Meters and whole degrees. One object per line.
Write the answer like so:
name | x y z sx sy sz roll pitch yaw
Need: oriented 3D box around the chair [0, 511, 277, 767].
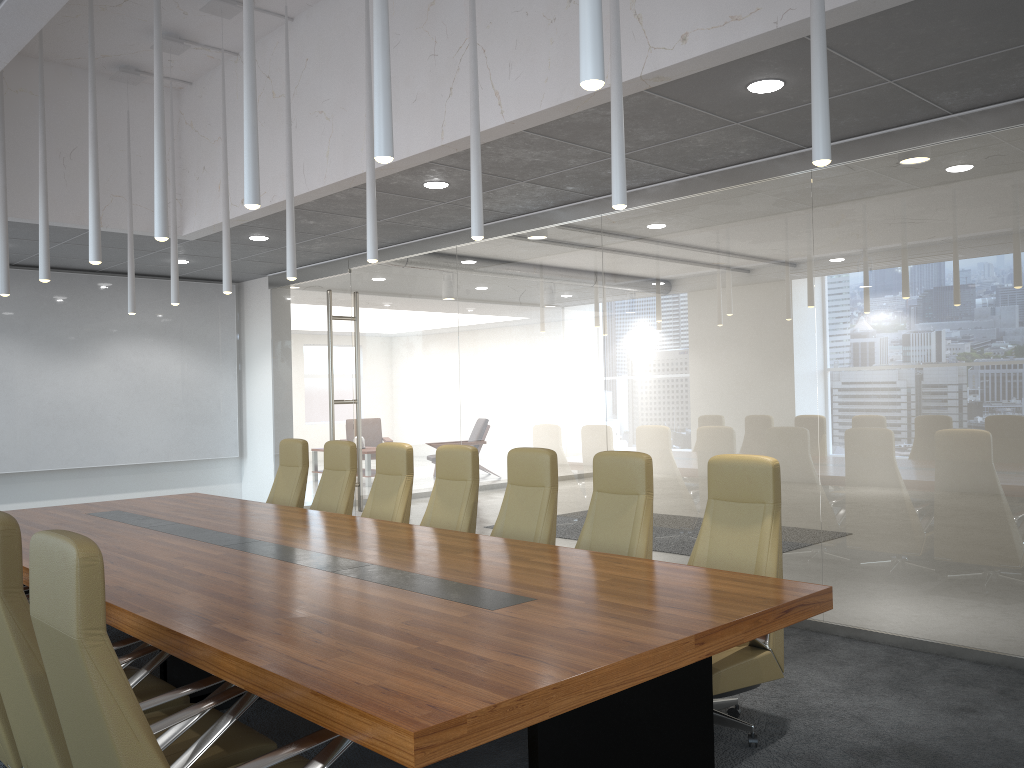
chair | -1.493 1.144 3.404 0.955 1.406 0.711 -1 -1 -44

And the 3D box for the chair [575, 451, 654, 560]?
chair | 0.384 1.122 5.207 0.955 1.406 0.711 -1 -1 -44

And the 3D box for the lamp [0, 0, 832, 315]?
lamp | -1.731 -1.931 5.497 2.619 2.378 7.258 -1 -1 -44

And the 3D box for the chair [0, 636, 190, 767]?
chair | -2.050 1.165 3.990 0.955 1.406 0.711 -1 -1 -44

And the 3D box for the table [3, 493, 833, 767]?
table | -1.652 1.428 5.455 2.300 0.895 6.500 -1 -1 -44

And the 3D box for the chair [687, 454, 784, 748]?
chair | 0.995 1.101 4.665 0.955 1.406 0.711 -1 -1 -44

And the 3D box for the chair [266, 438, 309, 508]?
chair | -2.371 1.223 8.105 0.955 1.406 0.711 -1 -1 -44

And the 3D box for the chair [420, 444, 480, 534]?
chair | -0.715 1.163 6.363 0.955 1.406 0.711 -1 -1 -44

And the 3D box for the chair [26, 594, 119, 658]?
chair | -2.604 1.185 4.572 0.955 1.406 0.711 -1 -1 -44

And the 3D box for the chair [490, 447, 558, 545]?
chair | -0.164 1.142 5.784 0.955 1.406 0.711 -1 -1 -44

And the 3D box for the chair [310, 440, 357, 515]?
chair | -1.820 1.203 7.525 0.955 1.406 0.711 -1 -1 -44

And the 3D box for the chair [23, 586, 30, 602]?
chair | -3.165 1.205 5.162 0.955 1.406 0.711 -1 -1 -44

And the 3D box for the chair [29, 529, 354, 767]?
chair | -0.952 1.125 2.835 0.955 1.406 0.711 -1 -1 -44

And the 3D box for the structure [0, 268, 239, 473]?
structure | -1.656 -0.332 5.518 6.600 2.466 13.989 -1 -1 -44

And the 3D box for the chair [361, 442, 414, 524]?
chair | -1.263 1.183 6.939 0.955 1.406 0.711 -1 -1 -44
